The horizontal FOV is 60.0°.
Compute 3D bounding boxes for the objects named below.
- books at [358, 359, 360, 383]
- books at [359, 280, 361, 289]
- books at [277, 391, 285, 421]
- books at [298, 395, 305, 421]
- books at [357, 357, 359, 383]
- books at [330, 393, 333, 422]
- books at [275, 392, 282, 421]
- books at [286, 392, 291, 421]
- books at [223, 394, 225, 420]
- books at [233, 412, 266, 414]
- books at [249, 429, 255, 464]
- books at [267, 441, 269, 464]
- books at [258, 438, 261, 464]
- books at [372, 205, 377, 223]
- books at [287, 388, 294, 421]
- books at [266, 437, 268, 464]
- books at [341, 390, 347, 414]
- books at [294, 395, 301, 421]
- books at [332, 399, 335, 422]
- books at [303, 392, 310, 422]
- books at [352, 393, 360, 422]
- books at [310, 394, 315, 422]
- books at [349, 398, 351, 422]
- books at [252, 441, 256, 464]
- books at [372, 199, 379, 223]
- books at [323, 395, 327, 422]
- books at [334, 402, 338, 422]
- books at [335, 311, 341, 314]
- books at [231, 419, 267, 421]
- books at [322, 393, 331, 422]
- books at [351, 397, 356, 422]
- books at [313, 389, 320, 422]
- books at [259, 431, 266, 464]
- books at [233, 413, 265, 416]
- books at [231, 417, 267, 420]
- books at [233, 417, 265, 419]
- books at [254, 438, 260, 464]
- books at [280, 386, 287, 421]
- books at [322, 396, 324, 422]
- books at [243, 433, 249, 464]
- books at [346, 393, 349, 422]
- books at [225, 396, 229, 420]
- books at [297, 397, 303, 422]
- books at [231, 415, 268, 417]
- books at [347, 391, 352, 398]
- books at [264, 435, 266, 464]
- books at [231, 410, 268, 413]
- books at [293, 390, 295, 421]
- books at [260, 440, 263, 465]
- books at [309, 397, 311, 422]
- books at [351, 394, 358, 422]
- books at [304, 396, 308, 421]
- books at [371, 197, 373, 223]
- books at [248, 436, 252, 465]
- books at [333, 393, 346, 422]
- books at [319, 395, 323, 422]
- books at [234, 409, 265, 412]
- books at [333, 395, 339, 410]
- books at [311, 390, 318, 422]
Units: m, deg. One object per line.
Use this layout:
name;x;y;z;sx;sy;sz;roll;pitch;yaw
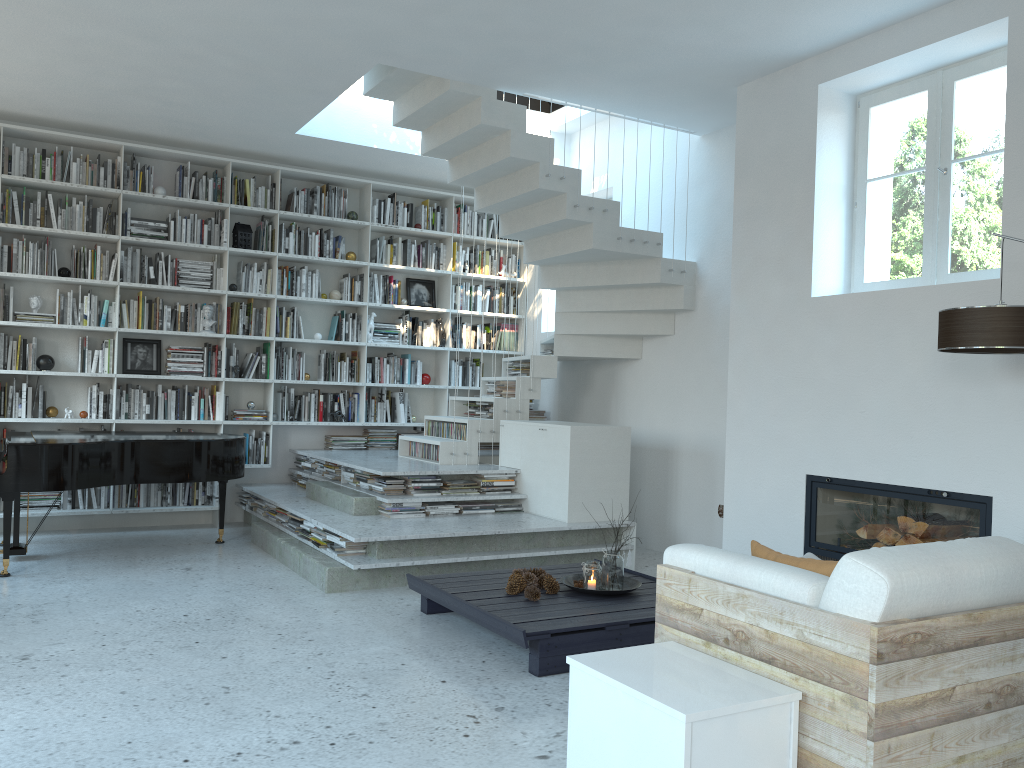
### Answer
books;-1.456;-0.124;8.305;0.009;0.223;0.146;2;0;-30
books;-1.449;-0.858;8.289;0.013;0.221;0.155;2;0;-30
books;-2.066;0.199;7.929;0.023;0.262;0.186;2;0;-30
books;-1.915;0.220;8.047;0.029;0.234;0.142;2;0;-30
books;-1.467;-0.130;8.309;0.007;0.235;0.131;2;0;-30
books;-1.691;0.214;8.167;0.026;0.263;0.169;2;0;-30
books;-2.091;0.203;7.937;0.012;0.254;0.161;2;0;-30
books;-2.026;0.204;7.954;0.023;0.256;0.178;2;0;-30
books;-2.521;0.199;7.700;0.027;0.229;0.141;2;0;-30
books;-2.296;0.255;7.749;0.254;0.012;0.161;2;-1;-30
books;-2.281;0.545;7.741;0.032;0.300;0.149;2;0;-30
books;-2.168;0.596;7.807;0.012;0.206;0.160;2;0;-30
books;-2.225;0.584;7.763;0.012;0.225;0.149;2;0;-30
books;-1.317;-1.569;8.321;0.022;0.182;0.189;2;0;-30
books;-2.002;0.186;7.966;0.030;0.294;0.188;2;0;-30
books;-2.172;0.582;7.790;0.013;0.233;0.149;2;0;-30
books;-1.565;0.203;8.240;0.013;0.294;0.134;2;0;-30
books;-1.960;0.219;8.008;0.065;0.231;0.162;2;0;-30
books;-1.672;0.241;8.180;0.022;0.211;0.135;2;0;-30
books;-1.872;0.205;8.063;0.014;0.268;0.171;2;0;-30
books;-1.460;0.218;8.289;0.025;0.272;0.171;2;0;-30
books;-1.839;0.213;8.070;0.025;0.252;0.181;2;0;-30
books;-1.531;0.241;8.247;0.013;0.220;0.168;2;0;-30
books;-2.263;0.594;7.751;0.013;0.202;0.139;2;0;-30
books;-1.301;-1.602;8.343;0.025;0.250;0.178;2;0;-30
books;-1.739;0.222;8.151;0.021;0.242;0.131;2;0;-30
books;-1.649;0.256;8.186;0.025;0.181;0.169;2;0;-30
books;-1.613;-0.531;8.211;0.016;0.290;0.135;2;0;-30
books;-2.300;0.315;7.755;0.285;0.012;0.159;2;-1;-27
books;-1.710;0.213;8.148;0.026;0.262;0.173;2;0;-30
books;-1.501;0.239;8.258;0.025;0.228;0.175;2;0;-30
books;-1.789;0.195;8.094;0.012;0.293;0.175;2;0;-30
books;-2.195;0.556;7.768;0.021;0.285;0.172;2;0;-30
books;-2.300;0.267;7.759;0.254;0.012;0.161;2;-1;-25
books;-2.302;0.303;7.760;0.285;0.012;0.159;2;-1;-25
books;-2.300;0.291;7.757;0.254;0.012;0.161;2;-1;-24
books;-2.233;0.584;7.739;0.026;0.225;0.175;2;0;-30
books;-2.051;0.173;7.938;0.010;0.316;0.186;2;0;-30
books;-1.755;0.224;8.134;0.025;0.238;0.156;2;0;-30
books;-2.316;0.561;7.709;0.005;0.264;0.162;2;0;-30
books;-1.551;0.218;8.249;0.021;0.265;0.150;2;0;-30
books;-2.498;0.209;7.717;0.030;0.210;0.136;2;0;-30
books;-1.927;0.228;8.028;0.011;0.217;0.175;2;0;-30
books;-2.299;0.279;7.755;0.285;0.012;0.159;2;-1;-27
books;-1.532;0.211;8.275;0.012;0.282;0.143;2;0;-30
books;-2.190;0.563;7.796;0.015;0.271;0.157;2;0;-30
books;-2.299;0.242;7.757;0.285;0.012;0.159;2;-1;-26
books;-1.989;0.195;7.984;0.010;0.277;0.174;2;0;-30
books;-2.207;0.591;7.754;0.011;0.212;0.178;2;0;-30
books;-1.864;0.228;8.074;0.012;0.221;0.153;2;0;-30
books;-1.482;0.224;8.276;0.026;0.258;0.156;2;0;-30
books;-1.890;0.224;8.056;0.024;0.228;0.159;2;0;-30
books;-1.345;-1.610;8.336;0.014;0.264;0.140;2;0;-30
books;-2.293;0.571;7.713;0.014;0.246;0.176;2;0;-30
books;-1.597;0.216;8.211;0.070;0.266;0.186;2;0;-30
books;-1.772;0.220;8.107;0.031;0.244;0.184;2;0;-30
books;-2.296;0.230;7.751;0.254;0.012;0.161;2;-1;-21
books;-1.633;0.223;8.197;0.012;0.249;0.164;2;0;-30
books;-1.810;0.198;8.107;0.012;0.285;0.159;2;0;-30
